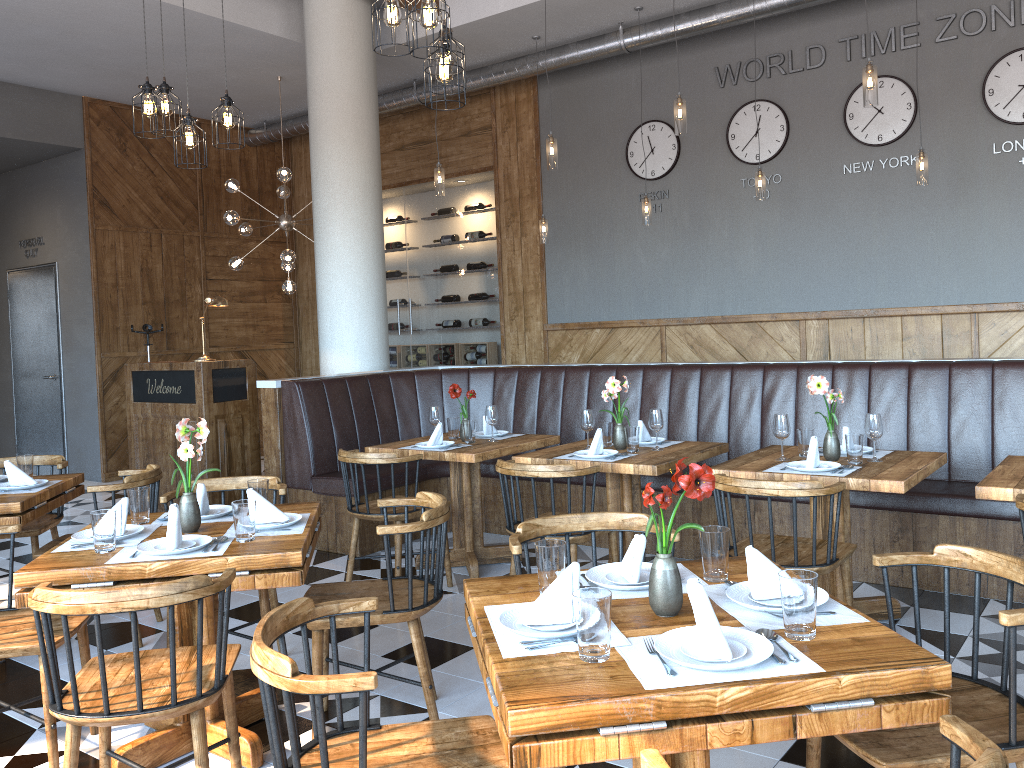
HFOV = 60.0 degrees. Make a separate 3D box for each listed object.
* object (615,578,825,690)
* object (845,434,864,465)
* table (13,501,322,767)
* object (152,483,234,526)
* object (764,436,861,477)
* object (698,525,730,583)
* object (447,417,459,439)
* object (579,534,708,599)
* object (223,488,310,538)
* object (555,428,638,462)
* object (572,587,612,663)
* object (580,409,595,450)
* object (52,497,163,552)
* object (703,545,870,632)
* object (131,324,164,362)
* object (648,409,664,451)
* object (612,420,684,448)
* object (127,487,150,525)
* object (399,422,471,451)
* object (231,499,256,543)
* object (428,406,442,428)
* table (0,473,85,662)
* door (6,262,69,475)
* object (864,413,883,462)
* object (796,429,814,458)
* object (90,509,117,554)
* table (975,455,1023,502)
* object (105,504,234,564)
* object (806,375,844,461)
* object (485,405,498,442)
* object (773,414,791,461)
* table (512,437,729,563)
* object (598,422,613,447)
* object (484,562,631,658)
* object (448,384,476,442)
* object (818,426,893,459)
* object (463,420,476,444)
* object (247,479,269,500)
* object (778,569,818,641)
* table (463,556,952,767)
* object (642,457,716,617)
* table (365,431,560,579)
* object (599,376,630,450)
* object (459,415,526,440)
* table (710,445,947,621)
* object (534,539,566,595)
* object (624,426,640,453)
[{"bbox_3d":[0.394,0.473,1.769,0.352,0.137,0.272,-3,3,-8],"label":"object"},{"bbox_3d":[1.537,0.293,3.974,0.080,0.132,0.080,-1,2,42],"label":"object"},{"bbox_3d":[-1.125,0.904,3.149,0.864,0.763,0.865,-3,2,-8],"label":"table"},{"bbox_3d":[-1.186,0.440,3.405,0.352,0.137,0.272,-3,3,-8],"label":"object"},{"bbox_3d":[1.314,0.305,3.887,0.352,0.137,0.272,0,4,37],"label":"object"},{"bbox_3d":[0.522,0.439,2.281,0.080,0.132,0.080,-1,2,42],"label":"object"},{"bbox_3d":[-0.367,0.278,5.547,0.080,0.132,0.080,-1,2,37],"label":"object"},{"bbox_3d":[0.310,0.444,2.296,0.352,0.137,0.272,-3,3,-8],"label":"object"},{"bbox_3d":[-0.879,0.441,3.185,0.272,0.137,0.352,-3,3,-8],"label":"object"},{"bbox_3d":[0.425,0.303,4.548,0.352,0.137,0.272,0,4,37],"label":"object"},{"bbox_3d":[0.163,0.484,1.776,0.080,0.132,0.080,-1,2,42],"label":"object"},{"bbox_3d":[0.411,0.248,4.816,0.081,0.215,0.081,-2,2,28],"label":"object"},{"bbox_3d":[-1.409,0.468,3.099,0.272,0.137,0.352,-3,3,-8],"label":"object"},{"bbox_3d":[0.617,0.445,2.075,0.272,0.137,0.352,-3,3,-8],"label":"object"},{"bbox_3d":[-3.862,0.189,9.482,0.375,1.657,0.374,-3,1,-31],"label":"object"},{"bbox_3d":[0.765,0.241,4.690,0.081,0.215,0.081,-3,1,-22],"label":"object"},{"bbox_3d":[0.745,0.264,4.964,0.352,0.137,0.272,0,4,37],"label":"object"},{"bbox_3d":[-1.393,0.457,3.316,0.080,0.132,0.080,-4,2,-38],"label":"object"},{"bbox_3d":[-0.456,0.300,5.204,0.352,0.137,0.272,0,4,37],"label":"object"},{"bbox_3d":[-0.892,0.458,2.957,0.080,0.132,0.080,-4,2,-38],"label":"object"},{"bbox_3d":[-0.474,0.246,5.475,0.081,0.215,0.081,-2,2,28],"label":"object"},{"bbox_3d":[-2.633,0.900,4.271,0.864,0.763,0.865,-3,2,-8],"label":"table"},{"bbox_3d":[-5.446,-0.152,10.116,1.206,2.392,0.114,-1,2,37],"label":"door"},{"bbox_3d":[1.648,0.243,4.033,0.081,0.215,0.081,-2,1,0],"label":"object"},{"bbox_3d":[1.402,0.283,4.231,0.080,0.132,0.080,-1,2,37],"label":"object"},{"bbox_3d":[-1.328,0.480,2.886,0.080,0.132,0.080,-4,2,-38],"label":"object"},{"bbox_3d":[2.367,0.738,3.455,0.850,0.763,0.852,-1,3,37],"label":"table"},{"bbox_3d":[-1.103,0.469,2.879,0.352,0.137,0.272,-3,3,-8],"label":"object"},{"bbox_3d":[1.455,0.154,4.113,0.146,0.400,0.207,-1,2,39],"label":"object"},{"bbox_3d":[-0.121,0.238,5.349,0.081,0.215,0.081,-3,1,-22],"label":"object"},{"bbox_3d":[1.272,0.250,4.176,0.081,0.215,0.081,-2,1,0],"label":"object"},{"bbox_3d":[0.608,0.733,4.764,0.850,0.763,0.852,-1,3,37],"label":"table"},{"bbox_3d":[0.519,0.281,4.888,0.080,0.132,0.080,-1,2,37],"label":"object"},{"bbox_3d":[0.087,0.472,1.990,0.272,0.137,0.352,-3,3,-8],"label":"object"},{"bbox_3d":[-0.313,0.172,5.418,0.171,0.355,0.156,-2,2,30],"label":"object"},{"bbox_3d":[1.634,0.266,4.303,0.352,0.137,0.272,0,4,37],"label":"object"},{"bbox_3d":[-0.253,0.288,5.306,0.080,0.132,0.080,-2,2,22],"label":"object"},{"bbox_3d":[-0.969,0.434,3.391,0.080,0.132,0.080,-4,2,-38],"label":"object"},{"bbox_3d":[0.599,0.462,1.848,0.080,0.132,0.080,-4,2,-38],"label":"object"},{"bbox_3d":[0.366,0.908,2.039,0.864,0.763,0.865,-3,2,-8],"label":"table"},{"bbox_3d":[0.383,0.349,2.020,0.171,0.355,0.156,-2,1,2],"label":"object"},{"bbox_3d":[-0.277,0.730,5.423,0.850,0.763,0.852,-1,3,37],"label":"table"},{"bbox_3d":[0.558,0.154,4.747,0.206,0.400,0.146,-1,2,44],"label":"object"},{"bbox_3d":[-0.136,0.262,5.620,0.352,0.137,0.272,0,4,37],"label":"object"},{"bbox_3d":[1.482,0.735,4.114,0.850,0.763,0.852,-1,3,37],"label":"table"},{"bbox_3d":[0.098,0.461,2.206,0.080,0.132,0.080,-1,2,42],"label":"object"},{"bbox_3d":[0.632,0.291,4.647,0.080,0.132,0.080,-2,2,22],"label":"object"}]
